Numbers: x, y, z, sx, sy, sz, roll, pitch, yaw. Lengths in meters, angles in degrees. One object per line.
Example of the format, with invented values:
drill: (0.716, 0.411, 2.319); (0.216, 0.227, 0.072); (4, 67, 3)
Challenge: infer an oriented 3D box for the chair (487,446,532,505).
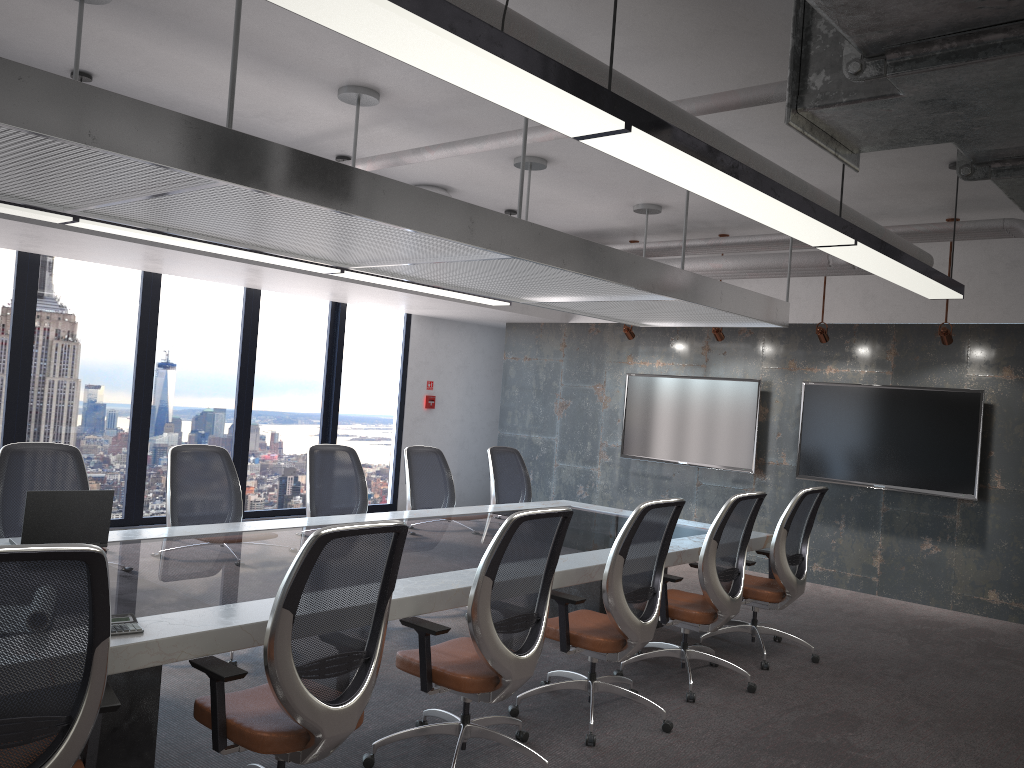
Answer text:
chair: (0.145, 1.135, 7.389); (0.828, 1.166, 0.789); (4, -1, 5)

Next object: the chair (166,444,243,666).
chair: (-1.696, 0.970, 5.228); (0.828, 1.166, 0.789); (4, -1, 5)

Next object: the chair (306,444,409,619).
chair: (-1.084, 1.027, 6.084); (0.828, 1.166, 0.789); (4, -1, 11)

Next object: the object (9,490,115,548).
object: (-2.102, 0.616, 4.140); (0.366, 0.277, 0.308); (5, -1, -39)

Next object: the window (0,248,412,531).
window: (-4.392, 0.036, 7.863); (0.121, 2.670, 9.225); (4, -1, 41)

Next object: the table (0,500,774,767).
table: (-0.640, 1.248, 4.877); (1.898, 0.745, 5.498); (4, -1, 41)

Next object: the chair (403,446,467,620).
chair: (-0.469, 1.080, 6.669); (0.828, 1.166, 0.789); (4, -1, 5)

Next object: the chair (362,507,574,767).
chair: (-0.176, 1.062, 3.807); (0.828, 1.166, 0.789); (4, -1, 5)

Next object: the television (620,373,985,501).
television: (2.677, 0.442, 8.862); (3.667, 0.960, 0.101); (4, -1, 41)

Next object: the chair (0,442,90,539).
chair: (-2.361, 0.912, 4.551); (0.828, 1.166, 0.789); (4, -1, 15)

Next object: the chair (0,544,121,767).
chair: (-1.439, 0.950, 2.401); (0.828, 1.166, 0.789); (4, -1, 20)

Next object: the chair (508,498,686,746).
chair: (0.438, 1.117, 4.527); (0.828, 1.166, 0.789); (4, -1, 5)

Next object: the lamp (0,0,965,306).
lamp: (-0.505, -1.276, 4.840); (4.126, 0.908, 6.097); (4, -1, 41)

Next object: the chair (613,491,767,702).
chair: (1.051, 1.172, 5.248); (0.828, 1.166, 0.789); (4, -1, 5)

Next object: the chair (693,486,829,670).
chair: (1.665, 1.227, 5.968); (0.828, 1.166, 0.789); (4, -1, 5)

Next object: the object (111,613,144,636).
object: (-1.286, 0.786, 2.902); (0.126, 0.026, 0.161); (5, -1, -35)

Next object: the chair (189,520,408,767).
chair: (-0.789, 1.007, 3.087); (0.828, 1.166, 0.789); (4, -1, 5)
